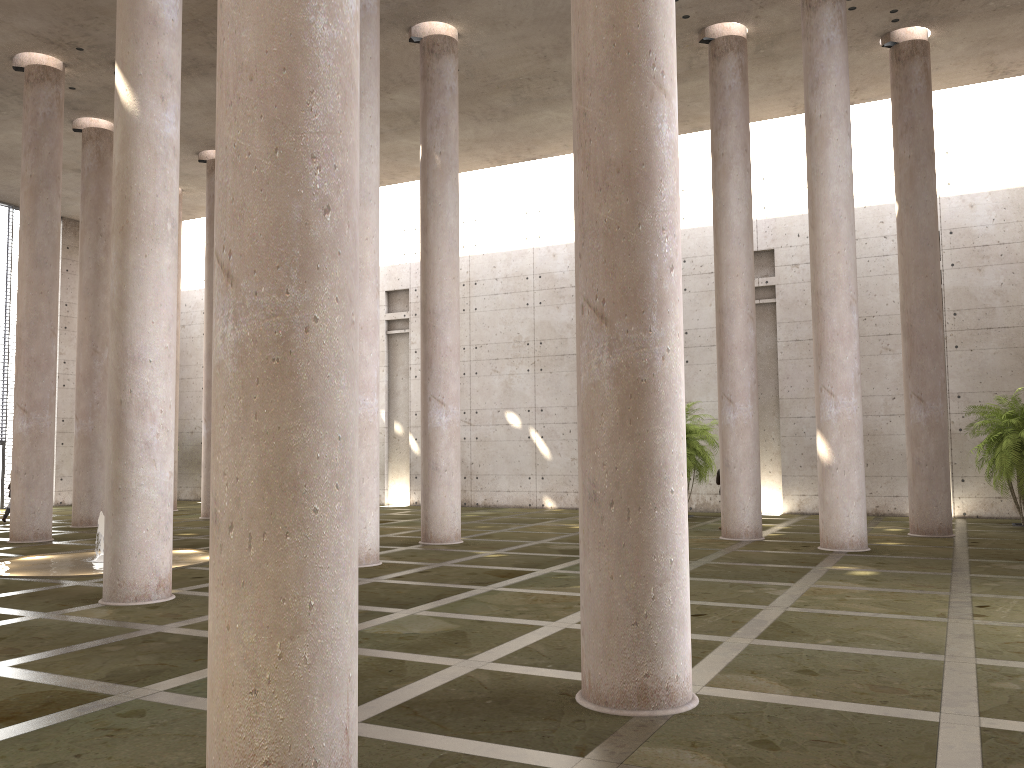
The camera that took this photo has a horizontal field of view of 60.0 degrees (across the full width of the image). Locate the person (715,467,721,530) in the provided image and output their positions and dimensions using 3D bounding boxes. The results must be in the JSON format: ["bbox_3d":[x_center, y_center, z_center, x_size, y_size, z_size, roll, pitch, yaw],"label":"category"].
[{"bbox_3d":[4.807,2.405,19.704,0.622,1.715,0.001,-3,-5,27],"label":"person"}]

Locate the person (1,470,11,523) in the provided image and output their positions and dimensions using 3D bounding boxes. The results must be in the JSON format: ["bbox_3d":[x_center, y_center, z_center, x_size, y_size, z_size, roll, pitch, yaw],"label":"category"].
[{"bbox_3d":[-13.368,2.873,23.857,0.789,1.752,0.001,-1,-4,7],"label":"person"}]

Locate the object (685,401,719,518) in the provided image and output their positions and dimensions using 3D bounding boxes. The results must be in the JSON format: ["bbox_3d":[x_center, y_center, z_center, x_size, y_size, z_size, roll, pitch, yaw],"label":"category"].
[{"bbox_3d":[4.455,2.058,23.866,2.483,3.247,2.333,1,-5,-25],"label":"object"}]

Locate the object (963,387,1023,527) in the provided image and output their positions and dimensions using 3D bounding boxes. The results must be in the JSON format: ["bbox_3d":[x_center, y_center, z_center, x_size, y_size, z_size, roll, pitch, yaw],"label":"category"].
[{"bbox_3d":[11.743,1.707,20.194,2.483,3.247,2.333,1,-5,-25],"label":"object"}]

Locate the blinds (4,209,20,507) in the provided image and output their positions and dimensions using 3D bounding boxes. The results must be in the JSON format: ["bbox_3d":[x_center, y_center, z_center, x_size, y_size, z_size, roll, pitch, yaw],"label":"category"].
[{"bbox_3d":[-16.932,-0.907,31.280,0.202,10.355,1.676,-3,-5,27],"label":"blinds"}]

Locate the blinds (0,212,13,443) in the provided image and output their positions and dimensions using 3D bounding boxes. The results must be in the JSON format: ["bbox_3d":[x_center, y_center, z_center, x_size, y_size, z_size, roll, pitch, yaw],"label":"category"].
[{"bbox_3d":[-17.694,-1.997,29.744,0.202,7.905,1.676,-3,-5,27],"label":"blinds"}]

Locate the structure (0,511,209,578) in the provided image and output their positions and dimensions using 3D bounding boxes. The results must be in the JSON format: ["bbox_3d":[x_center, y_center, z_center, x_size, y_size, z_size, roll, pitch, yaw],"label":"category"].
[{"bbox_3d":[-6.952,2.800,15.111,3.913,1.279,3.916,-1,-4,-1],"label":"structure"}]

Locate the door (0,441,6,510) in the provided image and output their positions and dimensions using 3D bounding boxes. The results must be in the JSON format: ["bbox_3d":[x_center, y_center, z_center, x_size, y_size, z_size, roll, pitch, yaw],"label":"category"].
[{"bbox_3d":[-17.723,3.038,29.193,0.761,2.300,2.132,-1,-4,7],"label":"door"}]
